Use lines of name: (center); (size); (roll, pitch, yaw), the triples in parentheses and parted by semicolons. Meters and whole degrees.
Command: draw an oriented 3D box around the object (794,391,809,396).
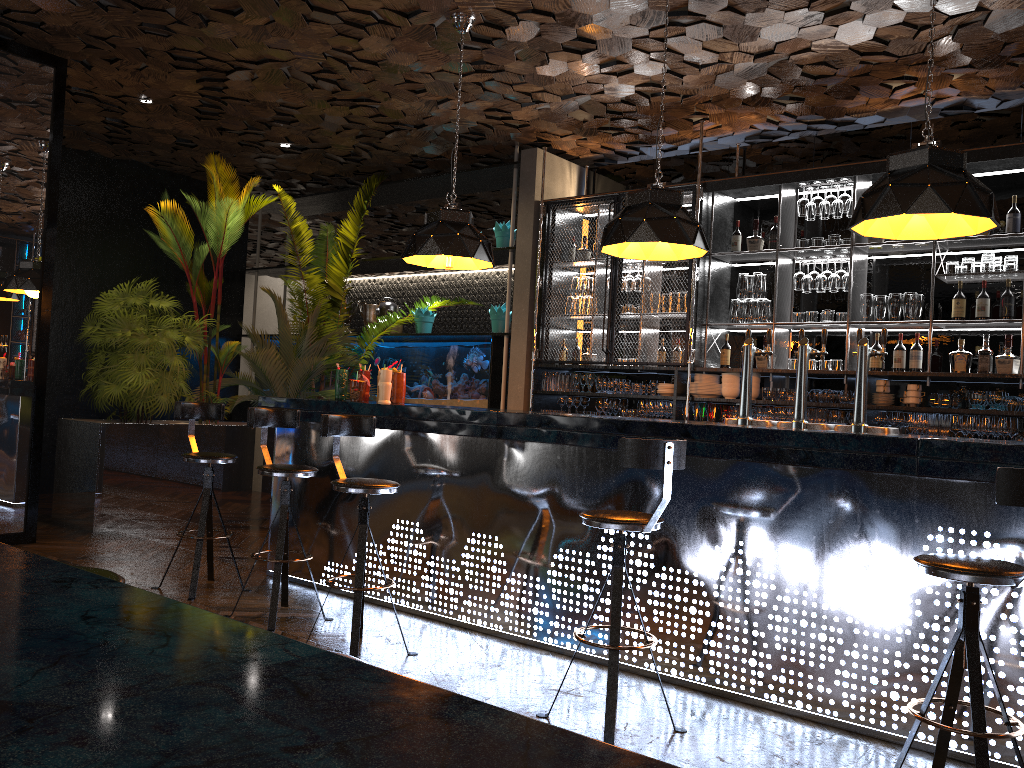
object: (2.187, 0.087, 6.699); (0.109, 0.100, 0.109); (3, -1, 21)

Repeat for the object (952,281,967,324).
object: (3.127, -0.573, 6.198); (0.086, 0.299, 0.086); (3, -1, -3)

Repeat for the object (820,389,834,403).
object: (2.319, 0.091, 6.530); (0.093, 0.099, 0.093); (4, -1, -32)

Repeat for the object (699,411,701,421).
object: (1.584, 0.274, 7.424); (0.073, 0.229, 0.073); (3, -1, 27)

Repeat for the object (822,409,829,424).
object: (2.314, 0.299, 6.597); (0.071, 0.226, 0.071); (3, -1, 10)

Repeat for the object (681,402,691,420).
object: (1.413, 0.261, 7.235); (0.073, 0.229, 0.073); (3, -1, 27)

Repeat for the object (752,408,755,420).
object: (1.888, 0.290, 6.960); (0.082, 0.213, 0.082); (3, -1, 18)

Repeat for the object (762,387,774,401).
object: (1.962, 0.077, 6.801); (0.100, 0.100, 0.089); (2, -2, 43)

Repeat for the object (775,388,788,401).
object: (2.060, 0.082, 6.793); (0.100, 0.100, 0.089); (3, -1, -15)

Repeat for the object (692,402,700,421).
object: (1.505, 0.266, 7.253); (0.073, 0.229, 0.073); (3, -1, 27)

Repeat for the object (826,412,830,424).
object: (2.379, 0.308, 6.652); (0.092, 0.218, 0.092); (3, -1, -1)

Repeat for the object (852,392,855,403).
object: (2.523, 0.102, 6.447); (0.095, 0.096, 0.095); (4, -1, -28)

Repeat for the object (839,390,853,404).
object: (2.424, 0.096, 6.435); (0.095, 0.096, 0.095); (3, -1, 12)

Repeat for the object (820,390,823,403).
object: (2.336, 0.095, 6.714); (0.093, 0.099, 0.093); (3, -1, 26)

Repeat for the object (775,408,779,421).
object: (2.062, 0.296, 6.875); (0.084, 0.216, 0.084); (4, -2, -40)

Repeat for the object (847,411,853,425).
object: (2.476, 0.310, 6.475); (0.071, 0.217, 0.071); (4, -2, -43)

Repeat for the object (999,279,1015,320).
object: (3.359, -0.565, 6.012); (0.086, 0.297, 0.086); (3, -1, -3)

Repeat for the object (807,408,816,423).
object: (2.231, 0.295, 6.610); (0.071, 0.226, 0.071); (3, -1, 10)

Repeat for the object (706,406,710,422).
object: (1.616, 0.273, 7.271); (0.073, 0.229, 0.073); (3, -1, 27)

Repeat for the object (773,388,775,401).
object: (2.026, 0.083, 6.894); (0.100, 0.100, 0.089); (3, -1, 11)

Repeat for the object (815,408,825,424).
object: (2.264, 0.295, 6.534); (0.071, 0.226, 0.071); (3, -1, 10)

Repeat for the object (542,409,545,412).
object: (0.283, 0.283, 8.093); (0.033, 0.101, 0.033); (4, -1, -27)

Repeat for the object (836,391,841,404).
object: (2.447, 0.101, 6.690); (0.093, 0.099, 0.093); (3, -1, 26)

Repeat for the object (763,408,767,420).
object: (1.964, 0.293, 6.900); (0.082, 0.213, 0.082); (3, -1, 19)

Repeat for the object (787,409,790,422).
object: (2.132, 0.298, 6.815); (0.084, 0.216, 0.084); (2, -1, 31)

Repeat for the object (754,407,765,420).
object: (1.903, 0.288, 6.833); (0.082, 0.213, 0.082); (4, -1, -22)

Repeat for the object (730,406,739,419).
object: (1.750, 0.282, 6.957); (0.082, 0.213, 0.082); (4, -1, -22)

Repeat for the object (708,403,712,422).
object: (1.619, 0.271, 7.185); (0.073, 0.229, 0.073); (3, -1, 27)

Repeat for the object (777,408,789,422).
object: (2.048, 0.292, 6.714); (0.084, 0.216, 0.084); (4, -1, -36)

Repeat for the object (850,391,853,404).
object: (2.468, 0.100, 6.532); (0.095, 0.096, 0.095); (2, -2, 39)

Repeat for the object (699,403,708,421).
object: (1.540, 0.266, 7.160); (0.073, 0.229, 0.073); (3, -1, 27)

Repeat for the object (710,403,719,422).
object: (1.614, 0.269, 7.096); (0.073, 0.229, 0.073); (3, -1, 27)

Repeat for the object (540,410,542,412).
object: (0.269, 0.284, 8.140); (0.028, 0.097, 0.028); (3, -1, 28)

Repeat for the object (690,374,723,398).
object: (1.588, 0.018, 7.245); (0.306, 0.195, 0.300); (2, -2, 40)

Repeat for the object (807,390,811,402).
object: (2.285, 0.095, 6.823); (0.109, 0.100, 0.109); (3, -1, 21)

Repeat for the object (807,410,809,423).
object: (2.287, 0.308, 6.870); (0.084, 0.216, 0.084); (4, -1, -29)

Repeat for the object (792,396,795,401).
object: (2.133, 0.112, 6.768); (0.049, 0.048, 0.044); (4, -1, -20)

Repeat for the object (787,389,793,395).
object: (2.136, 0.089, 6.889); (0.100, 0.100, 0.089); (3, -1, -10)

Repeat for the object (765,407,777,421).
object: (1.975, 0.289, 6.773); (0.084, 0.216, 0.084); (3, -1, 27)

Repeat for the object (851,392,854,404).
object: (2.562, 0.108, 6.669); (0.095, 0.096, 0.095); (4, -1, -35)

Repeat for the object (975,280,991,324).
object: (3.257, -0.568, 6.128); (0.086, 0.298, 0.086); (3, -1, -3)

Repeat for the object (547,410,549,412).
object: (0.326, 0.285, 8.082); (0.031, 0.098, 0.031); (3, -1, -13)

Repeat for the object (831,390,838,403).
object: (2.380, 0.096, 6.614); (0.093, 0.099, 0.093); (3, -1, 10)

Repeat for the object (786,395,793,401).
object: (2.100, 0.109, 6.723); (0.044, 0.048, 0.049); (3, -1, -9)

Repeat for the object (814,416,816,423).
object: (2.282, 0.299, 6.677); (0.071, 0.226, 0.071); (3, -1, 10)

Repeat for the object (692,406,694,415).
object: (1.521, 0.269, 7.336); (0.073, 0.229, 0.073); (3, -1, 27)

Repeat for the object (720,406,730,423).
object: (1.681, 0.279, 7.012); (0.082, 0.213, 0.082); (4, -1, -22)

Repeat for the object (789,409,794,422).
object: (2.119, 0.294, 6.658); (0.084, 0.216, 0.084); (3, -1, -9)

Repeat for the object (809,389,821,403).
object: (2.269, 0.090, 6.630); (0.093, 0.099, 0.093); (4, -1, -35)

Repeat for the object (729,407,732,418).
object: (1.738, 0.284, 7.081); (0.082, 0.213, 0.082); (2, -1, 31)

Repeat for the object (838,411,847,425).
object: (2.440, 0.310, 6.571); (0.092, 0.218, 0.092); (3, -1, -1)

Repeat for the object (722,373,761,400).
object: (1.811, 0.015, 7.027); (0.309, 0.216, 0.149); (2, -1, 36)

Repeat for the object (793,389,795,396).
object: (2.202, 0.094, 6.964); (0.089, 0.100, 0.100); (2, -1, 32)

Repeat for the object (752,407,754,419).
object: (1.832, 0.285, 6.892); (0.082, 0.213, 0.082); (4, -1, -18)

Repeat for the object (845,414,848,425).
object: (2.500, 0.316, 6.695); (0.092, 0.218, 0.092); (3, -1, -1)

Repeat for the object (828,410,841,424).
object: (2.360, 0.304, 6.496); (0.092, 0.218, 0.092); (3, -1, -1)
